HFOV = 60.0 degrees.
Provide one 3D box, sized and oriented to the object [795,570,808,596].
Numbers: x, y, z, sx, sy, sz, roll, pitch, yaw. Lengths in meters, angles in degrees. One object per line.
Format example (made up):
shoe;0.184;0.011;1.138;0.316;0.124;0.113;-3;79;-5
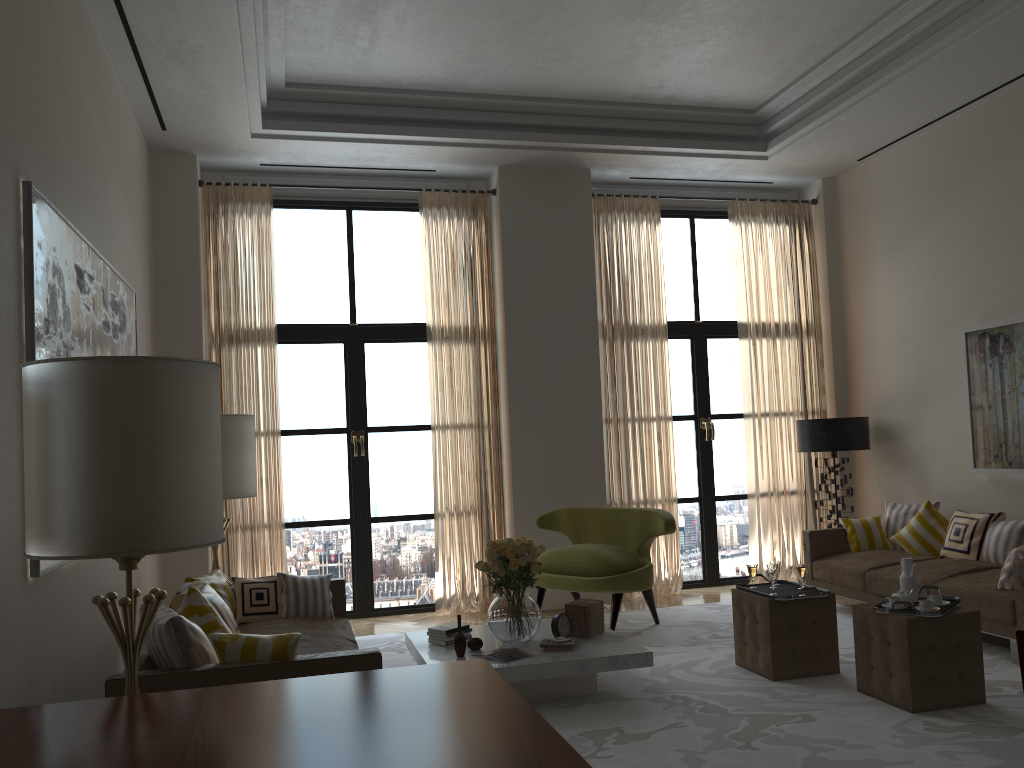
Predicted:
object;2.210;1.516;6.745;0.098;0.191;0.098;-2;-3;-15

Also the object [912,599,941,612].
object;2.783;1.488;5.957;0.176;0.067;0.176;-2;-4;-13

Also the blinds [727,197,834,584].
blinds;3.386;0.109;11.178;1.242;4.868;0.419;-2;-3;-13

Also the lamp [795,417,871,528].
lamp;3.833;1.418;10.463;0.829;2.016;0.831;-2;-3;-10

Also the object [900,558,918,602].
object;2.826;1.396;6.318;0.113;0.305;0.125;-4;-3;22

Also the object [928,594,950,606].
object;2.946;1.497;6.156;0.176;0.067;0.176;-1;-4;-16

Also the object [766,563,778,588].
object;2.108;1.551;7.163;0.098;0.191;0.098;-2;-3;-15

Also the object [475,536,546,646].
object;0.035;1.593;6.830;0.539;0.820;0.628;-2;-3;-19

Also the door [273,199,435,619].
door;-1.742;0.269;10.085;3.257;4.761;0.240;-2;-3;-15

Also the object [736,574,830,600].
object;2.130;1.598;7.016;0.491;0.092;0.803;-1;-4;-15

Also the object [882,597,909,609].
object;2.612;1.490;6.043;0.176;0.067;0.176;1;-5;-39

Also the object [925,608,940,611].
object;2.779;1.505;5.889;0.187;0.015;0.041;0;-5;-28

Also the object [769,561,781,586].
object;2.170;1.558;7.291;0.098;0.191;0.098;-4;-3;33

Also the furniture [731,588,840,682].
furniture;2.150;1.944;7.006;0.613;0.615;0.614;-2;-3;-15

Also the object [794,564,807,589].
object;2.303;1.535;7.059;0.098;0.191;0.098;-3;-3;11

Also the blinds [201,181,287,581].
blinds;-2.873;0.275;9.561;0.780;4.880;0.420;-2;-3;-12

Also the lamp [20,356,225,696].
lamp;-1.586;1.048;3.689;0.768;2.252;0.767;-5;-4;42

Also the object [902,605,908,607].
object;2.662;1.504;5.998;0.052;0.027;0.080;-5;-5;32

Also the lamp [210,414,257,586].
lamp;-2.744;1.426;8.199;0.768;2.252;0.768;-5;-3;38

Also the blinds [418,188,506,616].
blinds;-0.557;0.210;10.159;0.873;4.868;0.419;-2;-3;-12

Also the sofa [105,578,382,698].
sofa;-1.659;1.936;5.857;1.351;0.818;2.984;-2;-4;-15

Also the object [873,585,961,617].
object;2.801;1.494;6.129;0.441;0.101;0.721;-6;-5;39

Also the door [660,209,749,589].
door;2.414;0.163;11.159;3.085;4.761;0.240;-2;-3;-15

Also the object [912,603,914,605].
object;2.775;1.505;6.056;0.186;0.026;0.041;-2;-4;-7

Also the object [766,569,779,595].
object;2.018;1.533;6.857;0.098;0.191;0.098;-3;-3;11

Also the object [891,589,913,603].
object;2.722;1.491;6.195;0.176;0.105;0.136;-1;-4;-18

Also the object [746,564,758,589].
object;1.956;1.561;7.198;0.098;0.191;0.098;-1;-3;-32

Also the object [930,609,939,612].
object;2.792;1.501;5.856;0.053;0.025;0.049;-2;-4;-13

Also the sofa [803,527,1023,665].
sofa;4.165;1.855;8.299;1.351;0.818;2.984;-2;-4;-15

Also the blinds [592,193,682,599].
blinds;1.473;0.158;10.686;0.959;4.868;0.420;-2;-3;-12

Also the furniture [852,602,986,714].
furniture;2.789;1.851;6.109;0.613;0.615;0.614;-2;-3;-15
